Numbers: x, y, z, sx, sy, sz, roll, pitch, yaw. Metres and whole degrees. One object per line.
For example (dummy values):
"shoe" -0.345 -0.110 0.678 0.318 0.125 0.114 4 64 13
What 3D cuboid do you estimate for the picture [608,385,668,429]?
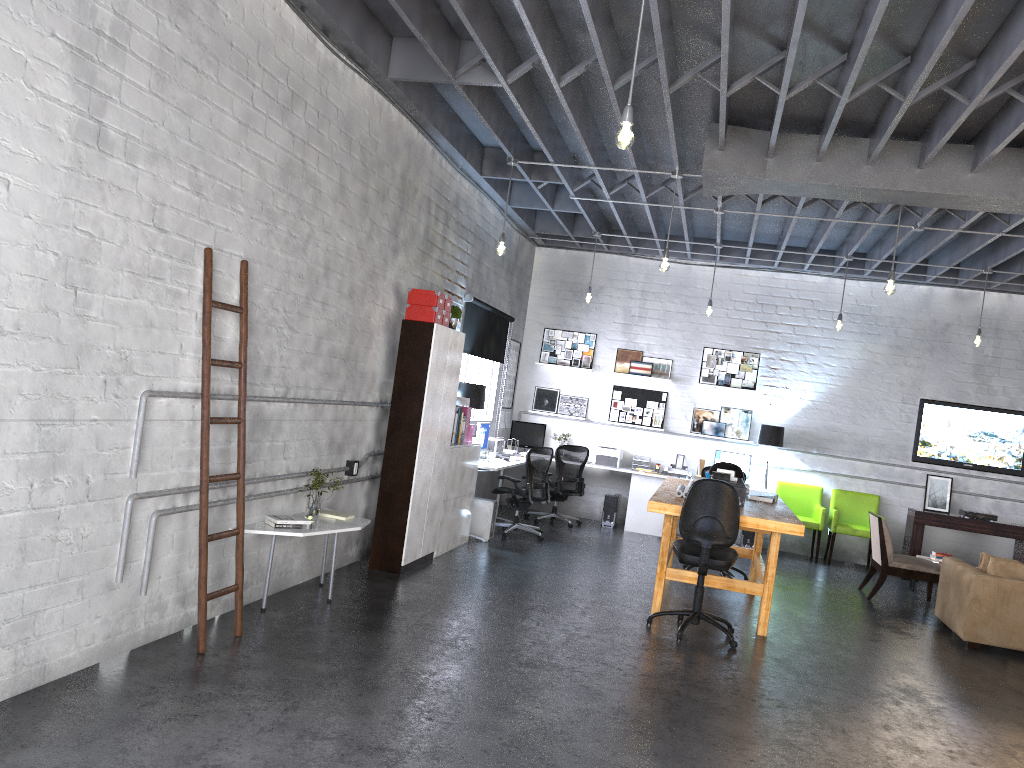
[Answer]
"picture" 1.716 0.310 12.078 0.749 0.503 0.058 8 0 13

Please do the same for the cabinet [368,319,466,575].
"cabinet" -0.793 0.525 7.593 0.291 2.047 0.873 8 0 13

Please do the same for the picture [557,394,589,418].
"picture" 0.840 0.306 12.281 0.409 0.277 0.036 8 0 13

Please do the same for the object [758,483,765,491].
"object" 3.159 1.304 11.227 0.069 0.083 0.090 8 0 12

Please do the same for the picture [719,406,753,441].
"picture" 2.966 0.527 11.795 0.409 0.408 0.047 8 0 13

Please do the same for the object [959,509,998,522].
"object" 5.751 1.624 10.946 0.370 0.082 0.266 8 -1 13

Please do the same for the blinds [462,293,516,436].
"blinds" -0.335 -0.112 10.442 0.100 1.632 2.120 8 0 13

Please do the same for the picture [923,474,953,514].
"picture" 5.383 1.387 11.199 0.308 0.457 0.092 8 0 13

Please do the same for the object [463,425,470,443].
"object" -0.558 0.484 8.909 0.213 0.177 0.161 8 0 13

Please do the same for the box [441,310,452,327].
"box" -0.674 -0.560 7.471 0.270 0.131 0.206 8 0 13

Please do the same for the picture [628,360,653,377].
"picture" 1.751 -0.204 12.071 0.311 0.196 0.029 8 0 13

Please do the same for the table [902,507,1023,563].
"table" 5.640 2.064 10.971 1.409 0.820 0.404 8 0 13

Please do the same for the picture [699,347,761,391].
"picture" 2.899 -0.204 11.823 0.749 0.503 0.058 8 0 13

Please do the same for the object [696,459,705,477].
"object" 2.490 1.128 11.705 0.087 0.259 0.236 8 0 13

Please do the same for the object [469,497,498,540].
"object" -0.425 1.420 9.472 0.478 0.411 0.200 8 0 13

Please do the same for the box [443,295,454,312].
"box" -0.657 -0.689 7.471 0.268 0.133 0.206 8 0 13

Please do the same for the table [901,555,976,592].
"table" 4.974 2.226 10.096 0.872 0.300 0.873 8 0 16

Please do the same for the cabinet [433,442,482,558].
"cabinet" -0.729 1.062 8.629 0.465 1.021 1.152 8 0 13

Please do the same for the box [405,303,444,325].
"box" -0.719 -0.568 7.268 0.270 0.131 0.206 8 0 13

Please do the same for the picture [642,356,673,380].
"picture" 1.959 -0.217 12.041 0.409 0.277 0.036 8 0 13

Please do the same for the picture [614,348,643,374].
"picture" 1.592 -0.299 12.129 0.355 0.343 0.042 8 0 13

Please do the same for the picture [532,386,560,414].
"picture" 0.473 0.223 12.369 0.355 0.343 0.042 8 0 13

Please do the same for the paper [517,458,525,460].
"paper" 0.129 0.926 10.958 0.159 0.001 0.115 8 -1 1

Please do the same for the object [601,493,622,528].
"object" 1.328 1.686 11.853 0.180 0.411 0.476 8 0 13

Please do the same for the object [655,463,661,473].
"object" 1.952 1.124 11.882 0.093 0.116 0.067 8 0 13

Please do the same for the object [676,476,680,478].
"object" 2.147 1.201 11.489 0.017 0.016 0.076 8 -1 -27

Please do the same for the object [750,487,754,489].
"object" 3.065 1.330 11.356 0.046 0.009 0.121 8 -1 -2

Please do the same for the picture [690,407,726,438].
"picture" 2.635 0.514 11.861 0.451 0.345 0.054 8 0 13

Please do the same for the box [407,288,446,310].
"box" -0.702 -0.696 7.267 0.270 0.131 0.206 8 0 13

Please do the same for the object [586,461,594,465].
"object" 1.029 1.048 11.777 0.103 0.021 0.131 8 -1 -7

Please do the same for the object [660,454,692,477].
"object" 2.200 1.078 11.778 0.405 0.280 0.399 8 0 13

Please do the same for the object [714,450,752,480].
"object" 2.882 1.102 11.617 0.465 0.417 0.212 8 0 18

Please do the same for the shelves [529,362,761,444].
"shelves" 1.756 0.245 11.998 3.022 0.694 0.199 8 0 13

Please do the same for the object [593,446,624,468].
"object" 1.307 0.980 11.993 0.350 0.235 0.351 8 0 13

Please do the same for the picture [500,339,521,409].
"picture" -0.013 -0.127 12.002 0.020 0.935 0.659 8 0 13

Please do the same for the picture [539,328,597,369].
"picture" 0.776 -0.491 12.309 0.749 0.503 0.058 8 0 13

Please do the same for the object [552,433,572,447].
"object" 0.672 0.830 12.174 0.297 0.363 0.270 8 0 -32

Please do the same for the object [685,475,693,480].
"object" 2.290 1.203 11.472 0.095 0.050 0.095 8 0 -19

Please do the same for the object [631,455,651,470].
"object" 1.735 1.066 11.889 0.229 0.180 0.316 8 0 13

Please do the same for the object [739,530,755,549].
"object" 3.036 1.916 11.380 0.180 0.411 0.476 8 0 13

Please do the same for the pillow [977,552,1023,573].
"pillow" 4.233 1.676 7.658 0.522 0.403 0.319 8 0 32

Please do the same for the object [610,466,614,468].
"object" 1.315 1.089 11.673 0.075 0.016 0.017 7 0 38

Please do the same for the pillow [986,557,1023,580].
"pillow" 4.321 1.686 7.421 0.704 0.402 0.291 8 0 13

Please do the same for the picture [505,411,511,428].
"picture" -0.049 0.490 12.180 0.036 0.221 0.289 8 0 13

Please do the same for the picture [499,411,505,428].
"picture" -0.126 0.476 11.841 0.036 0.221 0.289 8 0 13

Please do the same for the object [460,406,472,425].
"object" -0.534 0.309 8.908 0.214 0.177 0.161 8 0 13

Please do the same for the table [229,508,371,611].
"table" -1.344 1.197 5.943 0.517 0.532 1.337 8 0 13
